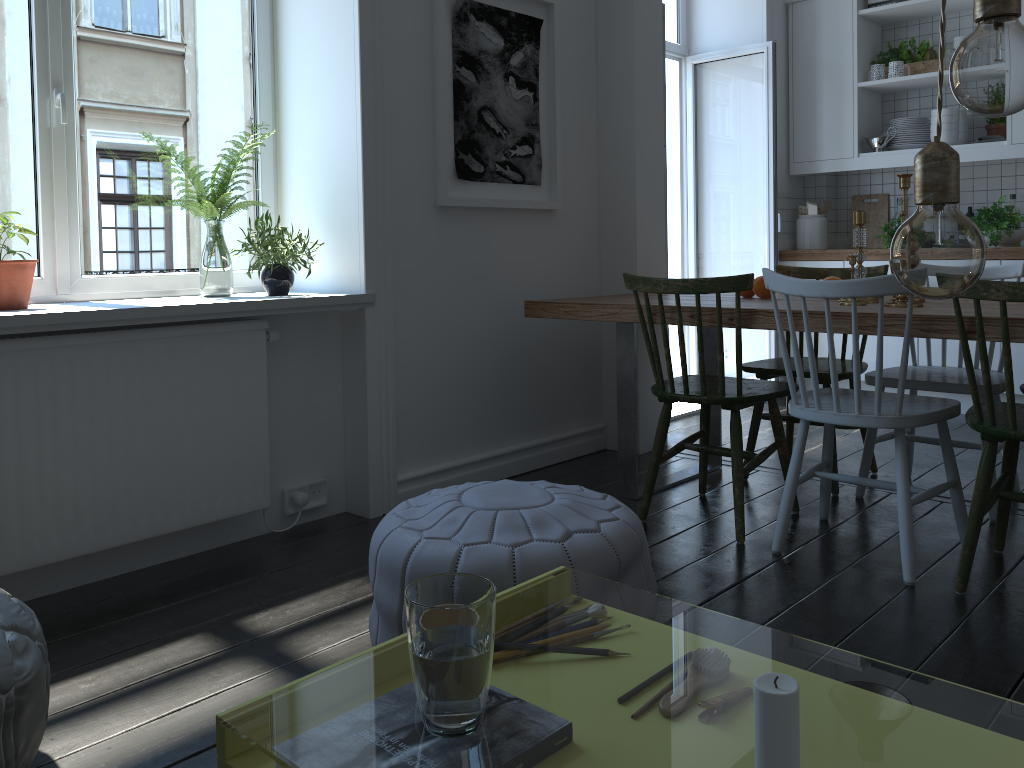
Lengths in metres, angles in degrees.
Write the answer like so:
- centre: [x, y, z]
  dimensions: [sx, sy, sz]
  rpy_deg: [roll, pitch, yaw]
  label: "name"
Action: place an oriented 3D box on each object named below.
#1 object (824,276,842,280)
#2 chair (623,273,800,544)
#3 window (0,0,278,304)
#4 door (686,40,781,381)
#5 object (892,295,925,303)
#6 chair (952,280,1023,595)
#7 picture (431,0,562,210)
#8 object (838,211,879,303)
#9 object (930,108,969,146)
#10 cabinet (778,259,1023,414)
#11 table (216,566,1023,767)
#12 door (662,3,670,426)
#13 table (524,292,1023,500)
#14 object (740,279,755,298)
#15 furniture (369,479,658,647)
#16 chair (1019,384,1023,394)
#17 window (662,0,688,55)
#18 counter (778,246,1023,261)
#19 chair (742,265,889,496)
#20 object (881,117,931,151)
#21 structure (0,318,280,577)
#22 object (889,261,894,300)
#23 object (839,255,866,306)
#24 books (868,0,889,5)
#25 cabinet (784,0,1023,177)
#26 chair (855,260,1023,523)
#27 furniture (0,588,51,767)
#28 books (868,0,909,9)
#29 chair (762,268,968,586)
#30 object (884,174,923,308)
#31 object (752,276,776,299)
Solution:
- centre: [1.167, -0.349, 3.198]
  dimensions: [0.085, 0.083, 0.089]
  rpy_deg: [-5, 7, -34]
  label: "object"
- centre: [0.672, 0.039, 2.920]
  dimensions: [0.468, 0.823, 0.488]
  rpy_deg: [2, 5, 41]
  label: "chair"
- centre: [-1.409, -1.241, 2.702]
  dimensions: [0.107, 1.977, 1.577]
  rpy_deg: [1, 5, 43]
  label: "window"
- centre: [1.287, -0.959, 5.196]
  dimensions: [0.586, 2.016, 0.105]
  rpy_deg: [1, 3, 37]
  label: "door"
- centre: [1.322, -0.396, 2.937]
  dimensions: [0.101, 0.246, 0.101]
  rpy_deg: [-2, 3, -23]
  label: "object"
- centre: [1.398, 0.124, 2.272]
  dimensions: [0.468, 0.823, 0.488]
  rpy_deg: [2, 5, 41]
  label: "chair"
- centre: [-0.059, -1.139, 3.477]
  dimensions: [0.083, 0.883, 0.691]
  rpy_deg: [1, 4, 43]
  label: "picture"
- centre: [1.173, -0.429, 2.968]
  dimensions: [0.140, 0.309, 0.141]
  rpy_deg: [-1, 3, -5]
  label: "object"
- centre: [2.409, -1.403, 4.851]
  dimensions: [0.150, 0.215, 0.311]
  rpy_deg: [2, 7, 40]
  label: "object"
- centre: [2.828, -0.206, 4.309]
  dimensions: [0.732, 0.809, 3.200]
  rpy_deg: [-5, 9, -38]
  label: "cabinet"
- centre: [0.393, 0.590, 0.722]
  dimensions: [1.406, 0.397, 0.604]
  rpy_deg: [7, 10, 43]
  label: "table"
- centre: [0.517, -0.820, 4.368]
  dimensions: [0.105, 2.016, 0.587]
  rpy_deg: [-3, 3, -41]
  label: "door"
- centre: [1.210, 0.081, 2.932]
  dimensions: [2.235, 0.711, 1.024]
  rpy_deg: [6, 10, 43]
  label: "table"
- centre: [0.891, -0.371, 3.348]
  dimensions: [0.088, 0.089, 0.084]
  rpy_deg: [2, 6, 33]
  label: "object"
- centre: [0.001, 0.440, 1.896]
  dimensions: [0.611, 0.417, 0.619]
  rpy_deg: [4, 8, 37]
  label: "furniture"
- centre: [1.906, 0.033, 2.816]
  dimensions: [0.468, 0.823, 0.488]
  rpy_deg: [2, 5, 41]
  label: "chair"
- centre: [0.672, -2.258, 4.929]
  dimensions: [0.106, 0.653, 1.187]
  rpy_deg: [1, 6, 43]
  label: "window"
- centre: [2.776, -0.630, 4.257]
  dimensions: [3.111, 0.073, 0.852]
  rpy_deg: [7, 12, 43]
  label: "counter"
- centre: [1.180, -0.053, 3.464]
  dimensions: [0.468, 0.823, 0.488]
  rpy_deg: [2, 5, 41]
  label: "chair"
- centre: [2.275, -1.420, 5.050]
  dimensions: [0.301, 0.193, 0.307]
  rpy_deg: [5, 9, 44]
  label: "object"
- centre: [-1.105, 0.165, 2.435]
  dimensions: [0.073, 0.624, 1.071]
  rpy_deg: [1, 6, 43]
  label: "structure"
- centre: [1.321, -0.356, 3.033]
  dimensions: [0.049, 0.138, 0.049]
  rpy_deg: [1, 4, 43]
  label: "object"
- centre: [1.089, -0.331, 2.815]
  dimensions: [0.080, 0.159, 0.081]
  rpy_deg: [-1, 3, 0]
  label: "object"
- centre: [2.241, -2.189, 5.020]
  dimensions: [0.329, 0.030, 0.261]
  rpy_deg: [6, 11, 41]
  label: "books"
- centre: [3.029, -0.948, 4.046]
  dimensions: [0.783, 2.357, 3.805]
  rpy_deg: [-3, 7, -43]
  label: "cabinet"
- centre: [1.558, -0.022, 3.162]
  dimensions: [0.467, 0.838, 0.512]
  rpy_deg: [2, 5, 43]
  label: "chair"
- centre: [-1.102, 0.530, 1.376]
  dimensions: [0.681, 0.380, 0.684]
  rpy_deg: [6, 10, 43]
  label: "furniture"
- centre: [2.256, -2.151, 5.020]
  dimensions: [0.352, 0.043, 0.261]
  rpy_deg: [7, 12, 44]
  label: "books"
- centre: [1.020, 0.077, 2.572]
  dimensions: [0.467, 0.838, 0.512]
  rpy_deg: [2, 5, 43]
  label: "chair"
- centre: [1.204, -0.441, 2.713]
  dimensions: [0.113, 0.409, 0.114]
  rpy_deg: [-1, 2, 5]
  label: "object"
- centre: [0.939, -0.360, 3.279]
  dimensions: [0.091, 0.087, 0.084]
  rpy_deg: [-3, 5, -21]
  label: "object"
